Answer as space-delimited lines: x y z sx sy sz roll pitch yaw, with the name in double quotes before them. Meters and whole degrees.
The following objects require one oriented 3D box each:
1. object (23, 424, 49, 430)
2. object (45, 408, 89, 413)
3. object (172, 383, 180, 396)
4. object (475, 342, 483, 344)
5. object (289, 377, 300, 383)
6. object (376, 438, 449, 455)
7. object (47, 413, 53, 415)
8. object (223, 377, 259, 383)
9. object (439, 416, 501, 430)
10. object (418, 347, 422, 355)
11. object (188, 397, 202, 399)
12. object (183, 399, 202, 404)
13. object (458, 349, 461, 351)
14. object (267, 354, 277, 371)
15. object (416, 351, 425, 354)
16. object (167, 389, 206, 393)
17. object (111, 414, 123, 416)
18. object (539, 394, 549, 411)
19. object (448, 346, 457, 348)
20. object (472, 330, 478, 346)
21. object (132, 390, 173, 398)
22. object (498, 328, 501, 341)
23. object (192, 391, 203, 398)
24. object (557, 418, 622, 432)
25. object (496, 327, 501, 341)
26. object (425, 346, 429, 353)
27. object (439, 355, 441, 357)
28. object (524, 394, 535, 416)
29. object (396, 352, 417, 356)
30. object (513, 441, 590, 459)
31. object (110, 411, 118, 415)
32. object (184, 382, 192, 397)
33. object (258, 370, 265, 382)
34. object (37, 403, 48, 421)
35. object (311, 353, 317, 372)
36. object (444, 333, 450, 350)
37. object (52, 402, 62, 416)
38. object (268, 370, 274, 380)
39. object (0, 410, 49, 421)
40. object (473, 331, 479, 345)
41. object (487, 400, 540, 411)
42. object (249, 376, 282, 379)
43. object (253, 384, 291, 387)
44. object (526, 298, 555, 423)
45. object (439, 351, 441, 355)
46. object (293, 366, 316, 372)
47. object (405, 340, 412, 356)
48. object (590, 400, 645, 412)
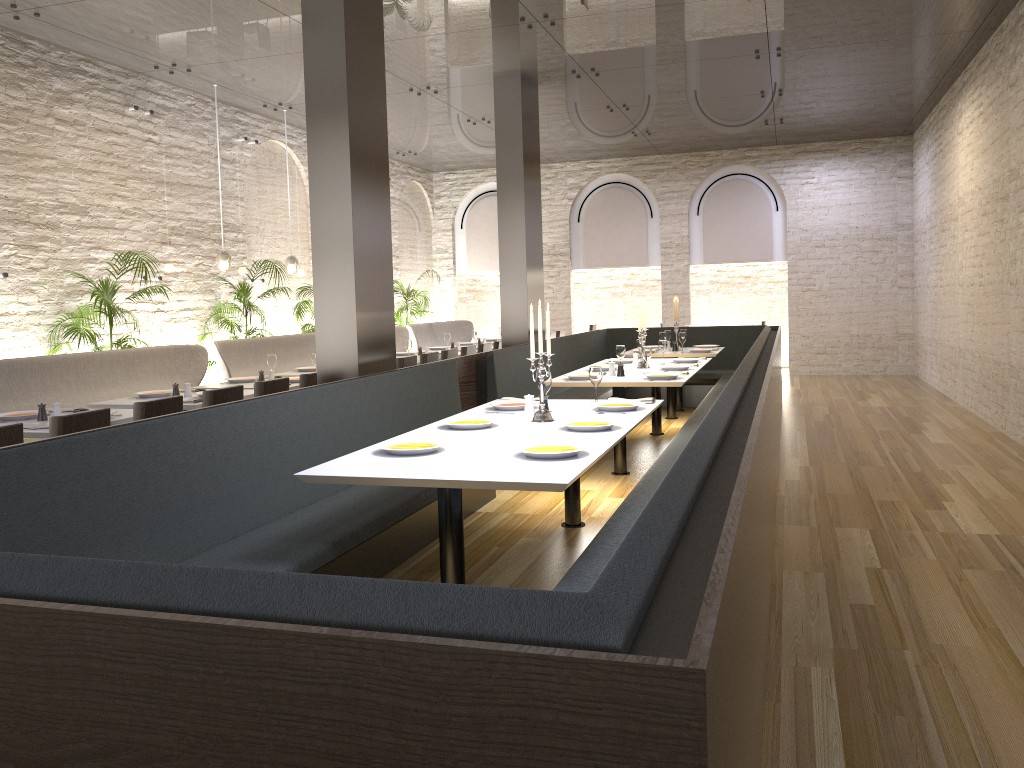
"object" -2.703 0.246 5.097 0.273 0.033 0.143 0 6 17
"object" -2.988 0.177 5.922 0.273 0.033 0.143 0 6 17
"object" -2.523 0.047 6.653 0.059 0.109 0.059 -1 4 9
"object" -0.578 -0.627 13.642 0.273 0.033 0.143 0 6 17
"object" -1.886 -0.034 7.710 0.322 0.036 0.322 -6 7 -37
"object" -0.439 0.281 3.906 0.321 0.036 0.322 -2 5 -7
"object" -3.058 0.194 5.771 0.181 0.015 0.038 0 5 19
"object" -2.398 -0.033 7.873 0.322 0.036 0.322 -6 7 -37
"object" -0.219 0.207 4.613 0.321 0.036 0.322 -2 5 -7
"object" -1.146 -0.413 11.065 0.059 0.109 0.059 -1 4 9
"object" -2.282 0.105 6.458 0.181 0.015 0.038 0 5 19
"object" -2.331 0.122 6.289 0.273 0.033 0.143 0 6 17
"object" -0.621 -0.449 11.766 0.273 0.033 0.143 0 6 17
"object" -2.151 -0.147 7.953 0.086 0.230 0.086 -4 4 -30
"object" -1.239 -0.407 11.525 0.273 0.033 0.143 0 6 17
"object" -2.616 0.052 7.114 0.273 0.033 0.143 0 6 17
"object" -2.546 0.196 5.610 0.185 0.010 0.017 0 5 17
"object" 0.179 0.117 4.986 0.069 0.126 0.069 -1 4 11
"object" -0.906 -0.518 12.591 0.273 0.033 0.143 0 6 17
"object" -0.551 -0.681 13.078 0.086 0.230 0.086 -5 4 -43
"object" -2.735 0.079 6.793 0.322 0.036 0.322 -2 5 -4
"object" -0.173 -0.726 13.434 0.086 0.230 0.086 -5 4 -43
"object" -2.223 0.079 6.631 0.322 0.036 0.322 -2 5 -4
"object" 0.386 0.207 4.422 0.321 0.036 0.322 -2 5 -7
"object" -0.216 -0.793 14.152 0.086 0.230 0.086 -5 4 -43
"object" -1.066 -0.417 11.087 0.059 0.109 0.059 -1 4 9
"object" -0.954 -0.338 10.700 0.273 0.033 0.143 0 6 17
"object" 0.097 0.120 4.987 0.069 0.126 0.069 -1 4 11
"object" -1.358 -0.380 11.204 0.322 0.036 0.322 -2 5 -4
"object" 0.165 0.280 3.714 0.321 0.036 0.322 -2 5 -7
"object" -2.595 0.203 5.438 0.322 0.036 0.322 -2 5 -4
"object" -2.443 0.042 6.676 0.059 0.109 0.059 -1 4 9
"object" -2.186 -0.066 7.733 0.059 0.109 0.059 0 4 26
"object" -2.896 0.171 5.461 0.059 0.109 0.059 -1 4 9
"object" -1.749 -0.158 7.936 0.086 0.230 0.086 -4 4 -30
"object" -0.877 -0.572 12.033 0.086 0.230 0.086 -5 4 -43
"object" -2.815 0.166 5.484 0.059 0.109 0.059 -1 4 9
"object" -2.106 -0.070 7.756 0.059 0.109 0.059 0 4 26
"object" -3.107 0.203 5.601 0.322 0.036 0.322 -2 5 -4
"object" -0.500 -0.618 12.389 0.086 0.230 0.086 -5 4 -43
"object" 0.008 0.132 5.338 0.321 0.036 0.322 2 7 37
"object" -2.279 -0.060 8.193 0.273 0.033 0.143 0 6 17
"object" -1.994 0.009 7.368 0.273 0.033 0.143 0 6 17
"object" 0.155 -0.129 4.728 0.131 0.655 0.391 0 4 28
"object" -0.846 -0.380 11.042 0.322 0.036 0.322 -2 5 -4
"object" -2.052 -0.148 8.982 0.321 0.036 0.322 -2 5 0
"object" -1.186 -0.389 10.191 0.086 0.230 0.086 -4 4 -30
"object" 0.613 0.131 5.146 0.321 0.036 0.322 2 7 37
